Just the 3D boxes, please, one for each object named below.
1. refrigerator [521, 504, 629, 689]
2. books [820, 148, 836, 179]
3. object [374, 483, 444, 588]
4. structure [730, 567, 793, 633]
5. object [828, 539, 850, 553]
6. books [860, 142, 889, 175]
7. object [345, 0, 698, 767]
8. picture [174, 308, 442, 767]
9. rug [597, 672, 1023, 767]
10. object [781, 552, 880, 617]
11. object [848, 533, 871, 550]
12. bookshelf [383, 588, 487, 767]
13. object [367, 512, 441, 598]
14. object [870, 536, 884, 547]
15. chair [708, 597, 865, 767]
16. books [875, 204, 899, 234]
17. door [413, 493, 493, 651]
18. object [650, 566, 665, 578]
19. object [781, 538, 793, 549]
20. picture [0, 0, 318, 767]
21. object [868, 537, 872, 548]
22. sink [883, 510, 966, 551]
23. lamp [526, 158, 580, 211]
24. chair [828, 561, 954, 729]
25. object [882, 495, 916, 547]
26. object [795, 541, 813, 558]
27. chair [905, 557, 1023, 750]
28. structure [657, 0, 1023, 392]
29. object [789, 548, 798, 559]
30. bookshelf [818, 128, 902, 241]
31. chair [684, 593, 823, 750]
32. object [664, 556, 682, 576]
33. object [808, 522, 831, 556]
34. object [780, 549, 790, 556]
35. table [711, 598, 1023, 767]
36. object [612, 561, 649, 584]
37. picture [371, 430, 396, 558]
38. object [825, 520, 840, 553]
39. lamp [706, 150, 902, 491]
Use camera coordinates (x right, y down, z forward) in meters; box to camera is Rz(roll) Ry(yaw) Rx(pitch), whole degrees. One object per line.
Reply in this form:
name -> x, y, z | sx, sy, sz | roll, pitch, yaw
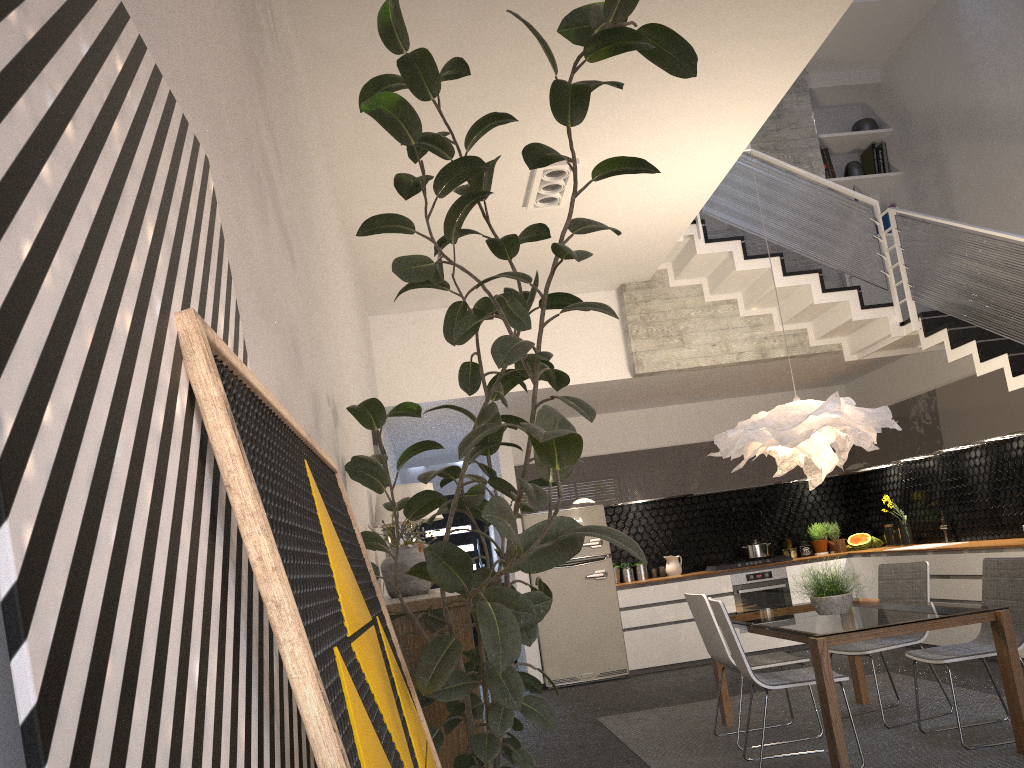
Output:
refrigerator -> 0.602, 2.147, 9.024 | 0.828, 1.697, 0.776 | -7, -9, -6
books -> 3.042, -2.073, 8.675 | 0.134, 0.379, 0.274 | -7, -9, -6
object -> -0.558, 0.856, 4.881 | 0.389, 0.577, 0.393 | -1, -12, -37
structure -> 2.523, 2.240, 9.220 | 0.587, 0.584, 0.589 | -7, -10, -6
object -> 3.507, 1.736, 9.484 | 0.210, 0.139, 0.125 | -13, -11, 28
books -> 3.570, -2.136, 8.712 | 0.160, 0.379, 0.268 | -7, -9, -6
object -> -0.101, 0.249, 2.853 | 0.906, 3.174, 2.031 | -3, -10, -28
picture -> -0.160, 0.829, 1.658 | 0.386, 1.592, 1.511 | -7, -10, -6
rug -> 1.972, 2.032, 5.076 | 2.369, 0.006, 3.721 | -7, -11, -6
object -> 1.842, 1.182, 5.205 | 0.531, 0.364, 0.674 | -6, -11, -11
object -> 3.699, 1.678, 9.422 | 0.237, 0.173, 0.218 | -12, -11, 22
bookshelf -> -0.340, 1.562, 4.095 | 0.450, 1.162, 1.937 | -7, -11, -6
object -> -0.518, 0.812, 4.257 | 0.385, 0.409, 0.278 | -3, -11, -28
object -> 3.909, 1.686, 9.485 | 0.149, 0.126, 0.225 | -14, -12, 33
chair -> 1.436, 1.572, 4.726 | 0.602, 0.912, 0.479 | -8, -9, 3
books -> 3.663, -1.519, 8.640 | 0.146, 0.380, 0.274 | -7, -9, -6
door -> -0.793, 2.680, 12.173 | 1.107, 2.297, 0.161 | -7, -8, -6
object -> 1.560, 2.014, 9.462 | 0.160, 0.110, 0.078 | -8, -9, -1
object -> 2.983, 1.734, 9.612 | 0.082, 0.112, 0.083 | -3, -10, -26
picture -> -0.257, 0.480, 0.926 | 0.207, 2.003, 0.966 | -7, -9, -6
object -> 3.912, 1.724, 9.659 | 0.132, 0.118, 0.205 | -10, -11, 14
sink -> 3.847, 1.428, 8.246 | 0.489, 0.445, 0.730 | -7, -11, -6
lamp -> 0.244, -1.250, 5.531 | 0.253, 0.065, 0.651 | -7, -11, -6
chair -> 2.322, 1.615, 5.549 | 0.600, 0.912, 0.480 | -4, -10, -20
object -> 3.926, 1.391, 9.052 | 0.258, 0.538, 0.429 | -11, -10, 17
object -> 3.168, 1.793, 9.622 | 0.141, 0.172, 0.143 | -7, -10, -6
chair -> 2.526, 1.442, 4.827 | 0.601, 0.912, 0.479 | -7, -9, -3
structure -> 1.797, -1.850, 6.702 | 4.231, 8.241, 8.539 | -7, -10, -6
object -> 3.050, 1.838, 9.610 | 0.083, 0.112, 0.083 | -8, -9, 4
bookshelf -> 3.215, -1.812, 8.571 | 0.972, 1.098, 0.447 | -7, -9, -6
chair -> 1.467, 1.715, 5.459 | 0.601, 0.912, 0.479 | -7, -9, -6
object -> 1.730, 1.937, 9.454 | 0.190, 0.213, 0.173 | -9, -10, 7
object -> 3.349, 1.674, 9.614 | 0.245, 0.351, 0.236 | -8, -9, -2
object -> 2.964, 1.849, 9.605 | 0.083, 0.112, 0.083 | -7, -9, -6
table -> 1.927, 1.691, 5.143 | 0.996, 0.708, 1.817 | -7, -11, -6
object -> 1.224, 1.992, 9.397 | 0.481, 0.219, 0.174 | -6, -10, -9
picture -> -0.843, 1.407, 6.389 | 0.033, 2.011, 1.244 | -7, -9, -6
object -> 3.488, 1.641, 9.611 | 0.170, 0.376, 0.184 | -13, -10, 30
lamp -> 1.434, -1.901, 5.656 | 1.118, 5.171, 1.069 | -9, -8, 5
